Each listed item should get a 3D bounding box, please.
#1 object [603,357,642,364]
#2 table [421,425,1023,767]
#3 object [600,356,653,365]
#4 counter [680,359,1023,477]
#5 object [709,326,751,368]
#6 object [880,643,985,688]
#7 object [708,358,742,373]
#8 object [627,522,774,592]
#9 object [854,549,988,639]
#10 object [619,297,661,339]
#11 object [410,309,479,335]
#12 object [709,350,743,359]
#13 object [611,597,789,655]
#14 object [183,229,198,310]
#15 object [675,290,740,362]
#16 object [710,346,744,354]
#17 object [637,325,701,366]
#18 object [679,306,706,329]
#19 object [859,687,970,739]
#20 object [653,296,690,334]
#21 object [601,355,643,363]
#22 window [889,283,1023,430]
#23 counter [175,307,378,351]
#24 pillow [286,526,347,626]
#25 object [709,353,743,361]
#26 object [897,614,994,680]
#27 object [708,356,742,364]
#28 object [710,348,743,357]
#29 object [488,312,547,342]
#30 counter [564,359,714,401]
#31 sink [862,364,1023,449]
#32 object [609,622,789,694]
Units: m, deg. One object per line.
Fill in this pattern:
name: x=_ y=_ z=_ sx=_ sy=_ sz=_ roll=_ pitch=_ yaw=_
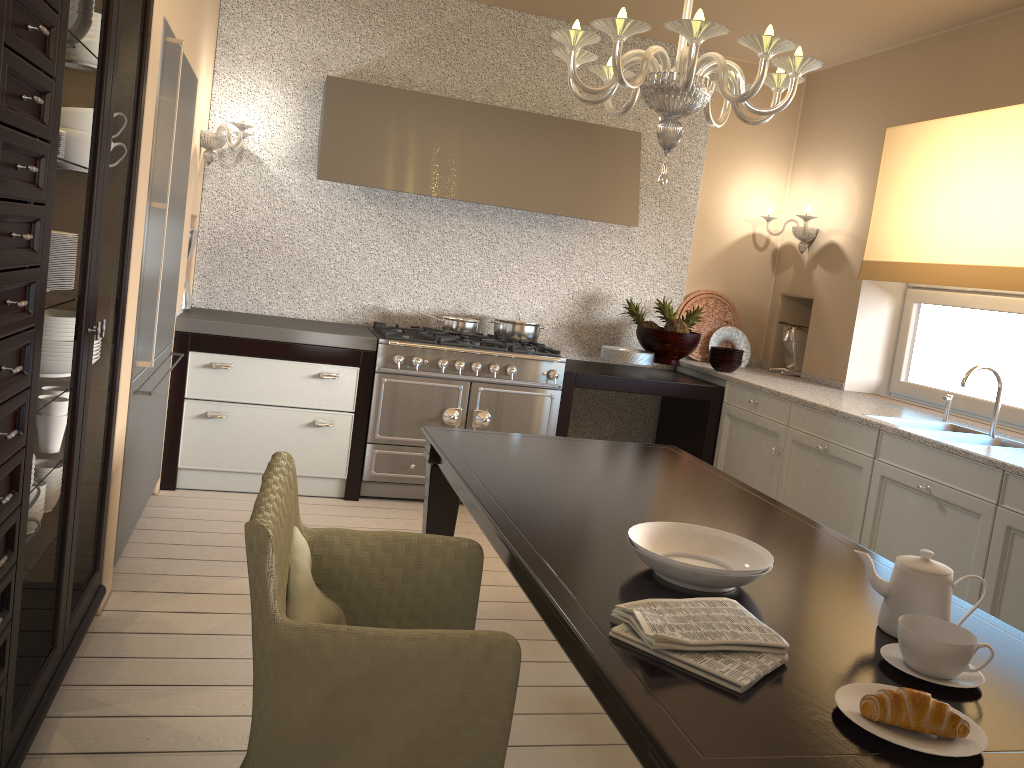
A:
object: x=0.606 y=-0.123 z=4.681 sx=0.278 sy=0.011 sz=0.280 roll=4 pitch=9 yaw=-28
table: x=0.348 y=0.659 z=2.117 sx=0.917 sy=0.651 sz=2.001 roll=6 pitch=8 yaw=-15
object: x=0.605 y=-0.121 z=4.683 sx=0.278 sy=0.011 sz=0.280 roll=4 pitch=9 yaw=-28
counter: x=1.799 y=0.206 z=3.361 sx=0.651 sy=0.067 sz=4.260 roll=5 pitch=8 yaw=-15
object: x=1.298 y=-0.207 z=5.287 sx=0.282 sy=0.272 sz=0.093 roll=6 pitch=6 yaw=-14
object: x=0.674 y=0.457 z=1.426 sx=0.154 sy=0.012 sz=0.154 roll=13 pitch=9 yaw=35
object: x=1.152 y=-0.095 z=4.816 sx=0.180 sy=0.063 sz=0.181 roll=2 pitch=9 yaw=-38
object: x=0.364 y=0.347 z=1.742 sx=0.281 sy=0.065 sz=0.283 roll=5 pitch=8 yaw=-21
object: x=0.721 y=0.371 z=1.578 sx=0.198 sy=0.155 sz=0.118 roll=6 pitch=6 yaw=-9
object: x=0.718 y=-0.339 z=4.919 sx=0.279 sy=0.283 sz=0.138 roll=11 pitch=7 yaw=30
object: x=-0.350 y=-0.330 z=4.719 sx=0.371 sy=0.090 sz=0.198 roll=11 pitch=8 yaw=26
object: x=1.156 y=-0.136 z=4.811 sx=0.180 sy=0.066 sz=0.181 roll=4 pitch=8 yaw=-23
object: x=0.298 y=0.392 z=1.423 sx=0.233 sy=0.051 sz=0.165 roll=5 pitch=8 yaw=-15
object: x=-1.626 y=-0.564 z=4.306 sx=0.155 sy=0.393 sz=0.156 roll=5 pitch=6 yaw=-27
object: x=1.169 y=-0.347 z=5.311 sx=0.430 sy=0.428 sz=0.065 roll=6 pitch=6 yaw=-15
object: x=1.164 y=-0.161 z=4.810 sx=0.180 sy=0.065 sz=0.181 roll=7 pitch=7 yaw=-8
object: x=0.853 y=-0.208 z=4.884 sx=0.351 sy=0.187 sz=0.353 roll=3 pitch=8 yaw=-32
object: x=0.959 y=-0.313 z=4.963 sx=0.275 sy=0.283 sz=0.139 roll=4 pitch=7 yaw=-30
object: x=0.548 y=0.444 z=1.209 sx=0.138 sy=0.051 sz=0.062 roll=8 pitch=7 yaw=3
object: x=0.862 y=-0.342 z=4.832 sx=0.160 sy=0.277 sz=0.270 roll=4 pitch=8 yaw=-33
object: x=0.606 y=-0.129 z=4.682 sx=0.278 sy=0.011 sz=0.280 roll=4 pitch=9 yaw=-28
window: x=2.557 y=-0.321 z=2.959 sx=0.047 sy=1.348 sz=3.585 roll=6 pitch=7 yaw=-15
counter: x=-1.140 y=-0.274 z=4.341 sx=0.895 sy=0.062 sz=0.603 roll=5 pitch=8 yaw=-15
pillow: x=-0.367 y=0.458 z=1.744 sx=0.192 sy=0.294 sz=0.442 roll=6 pitch=7 yaw=-16
object: x=1.156 y=-0.121 z=4.813 sx=0.180 sy=0.063 sz=0.181 roll=2 pitch=9 yaw=-38
object: x=0.681 y=0.427 z=1.425 sx=0.124 sy=0.069 sz=0.117 roll=5 pitch=8 yaw=-22
object: x=1.154 y=-0.107 z=4.815 sx=0.180 sy=0.063 sz=0.181 roll=2 pitch=9 yaw=-38
object: x=1.160 y=-0.147 z=4.811 sx=0.180 sy=0.064 sz=0.181 roll=7 pitch=7 yaw=-8
object: x=0.029 y=-0.314 z=4.768 sx=0.266 sy=0.145 sz=0.266 roll=12 pitch=8 yaw=32
counter: x=0.609 y=-0.034 z=4.831 sx=0.764 sy=0.079 sz=0.603 roll=5 pitch=8 yaw=-15
sink: x=1.734 y=0.148 z=3.480 sx=0.458 sy=0.480 sz=0.541 roll=6 pitch=7 yaw=-15
object: x=0.293 y=0.410 z=1.388 sx=0.233 sy=0.026 sz=0.164 roll=14 pitch=10 yaw=39
